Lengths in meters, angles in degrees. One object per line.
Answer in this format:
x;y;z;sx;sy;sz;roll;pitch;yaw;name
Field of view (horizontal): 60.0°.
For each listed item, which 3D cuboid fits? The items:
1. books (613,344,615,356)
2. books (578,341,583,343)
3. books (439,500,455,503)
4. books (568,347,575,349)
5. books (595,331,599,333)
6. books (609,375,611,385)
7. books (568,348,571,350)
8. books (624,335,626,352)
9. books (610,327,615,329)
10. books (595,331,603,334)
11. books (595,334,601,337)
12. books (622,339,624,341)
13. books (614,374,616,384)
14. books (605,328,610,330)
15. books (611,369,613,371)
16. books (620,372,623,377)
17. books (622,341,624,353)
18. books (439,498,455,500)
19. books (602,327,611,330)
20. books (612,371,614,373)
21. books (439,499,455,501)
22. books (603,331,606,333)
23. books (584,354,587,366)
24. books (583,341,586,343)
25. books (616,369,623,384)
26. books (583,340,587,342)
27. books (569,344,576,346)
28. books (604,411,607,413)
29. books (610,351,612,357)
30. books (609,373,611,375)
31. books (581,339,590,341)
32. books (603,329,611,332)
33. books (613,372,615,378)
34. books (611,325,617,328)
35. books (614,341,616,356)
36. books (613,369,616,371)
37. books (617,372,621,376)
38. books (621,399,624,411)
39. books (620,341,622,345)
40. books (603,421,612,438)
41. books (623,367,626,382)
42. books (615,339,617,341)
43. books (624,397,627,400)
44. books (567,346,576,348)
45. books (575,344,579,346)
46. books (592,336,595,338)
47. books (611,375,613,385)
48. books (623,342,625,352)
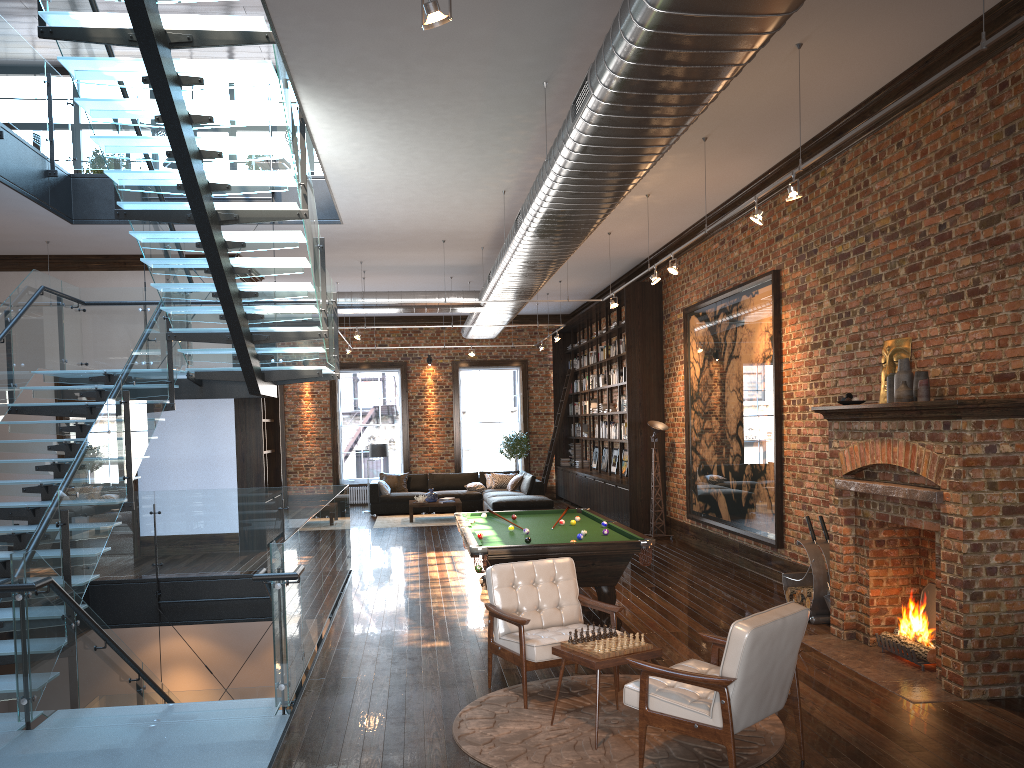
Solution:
1.971;-0.619;16.513;0.184;0.259;0.032;-1;2;-6;books
1.611;-0.941;19.731;0.216;0.018;0.376;-1;-3;-8;books
-1.251;2.265;17.044;0.261;0.024;0.205;0;-3;-29;books
1.466;-0.850;21.063;0.226;0.011;0.269;-1;-3;-7;books
1.811;-1.053;17.912;0.215;0.015;0.319;-1;-3;-9;books
1.944;-0.069;16.893;0.223;0.209;0.064;-1;2;-6;books
1.463;-0.838;21.063;0.213;0.014;0.357;-1;-3;-10;books
2.073;-0.698;15.637;0.180;0.333;0.016;-2;2;-6;books
1.969;-1.042;16.477;0.227;0.015;0.275;-1;-3;-8;books
1.815;-1.037;17.913;0.199;0.017;0.302;-1;-3;-11;books
1.815;-0.984;17.915;0.219;0.016;0.367;-1;-3;-5;books
2.057;-0.666;15.912;0.150;0.295;0.032;-2;2;-6;books
1.992;-0.088;16.499;0.180;0.210;0.024;-1;2;-6;books
1.911;-1.056;17.189;0.171;0.021;0.306;-1;-3;-10;books
1.959;-0.123;16.983;0.142;0.325;0.116;-2;2;-6;books
2.034;-0.102;16.237;0.182;0.219;0.050;-1;2;-6;books
2.056;-0.644;15.810;0.184;0.242;0.030;-1;2;-6;books
-1.269;2.253;17.383;0.205;0.028;0.261;-3;-3;26;books
1.895;-1.084;17.186;0.205;0.017;0.359;-1;-3;-9;books
1.979;-0.108;16.715;0.166;0.269;0.011;-2;2;-6;books
-1.271;2.280;17.391;0.205;0.024;0.261;-3;-3;28;books
1.897;-1.008;17.189;0.213;0.014;0.281;-1;-3;-4;books
1.657;-0.498;19.429;0.163;0.298;0.029;-2;2;-6;books
1.679;-0.918;19.195;0.210;0.014;0.291;-1;-3;-7;books
2.010;-0.134;16.340;0.183;0.286;0.034;-2;2;-6;books
1.661;-0.928;19.193;0.232;0.006;0.288;-1;-3;-10;books
1.479;-0.917;21.062;0.190;0.017;0.300;-1;-3;-8;books
1.915;0.541;17.302;0.204;0.035;0.267;-1;-3;-5;books
1.951;-0.580;16.755;0.183;0.207;0.053;-1;2;-6;books
1.941;-0.085;16.924;0.186;0.244;0.079;-1;2;-6;books
1.623;-0.976;19.731;0.192;0.007;0.364;-1;-3;-4;books
1.899;-1.030;17.189;0.193;0.030;0.313;-1;-3;-11;books
1.985;-0.098;16.645;0.160;0.242;0.031;-2;2;-6;books
1.975;-1.066;16.477;0.206;0.009;0.333;-1;-3;-3;books
1.985;-0.646;16.361;0.183;0.300;0.018;-2;2;-6;books
1.977;-0.127;16.728;0.152;0.308;0.016;-2;2;-6;books
2.022;-0.109;16.264;0.171;0.238;0.057;-1;2;-6;books
2.061;0.386;16.028;0.184;0.222;0.033;-1;2;-6;books
2.010;-0.643;16.216;0.180;0.279;0.009;-2;2;-6;books
1.911;0.909;17.675;0.182;0.337;0.015;-2;2;-6;books
2.070;-0.164;15.496;0.245;0.266;0.037;-1;2;-6;books
2.000;-0.661;16.375;0.183;0.330;0.008;-2;2;-6;books
2.094;0.360;15.997;0.137;0.268;0.034;-2;2;-6;books
1.455;-0.879;21.061;0.230;0.015;0.312;-1;-3;-10;books
1.562;-0.883;20.122;0.229;0.034;0.273;-1;-3;-3;books
1.778;-0.976;18.308;0.191;0.013;0.315;-1;-3;-10;books
1.964;-0.075;16.765;0.181;0.208;0.030;-1;2;-6;books
2.067;-0.640;15.782;0.168;0.232;0.028;-1;2;-6;books
